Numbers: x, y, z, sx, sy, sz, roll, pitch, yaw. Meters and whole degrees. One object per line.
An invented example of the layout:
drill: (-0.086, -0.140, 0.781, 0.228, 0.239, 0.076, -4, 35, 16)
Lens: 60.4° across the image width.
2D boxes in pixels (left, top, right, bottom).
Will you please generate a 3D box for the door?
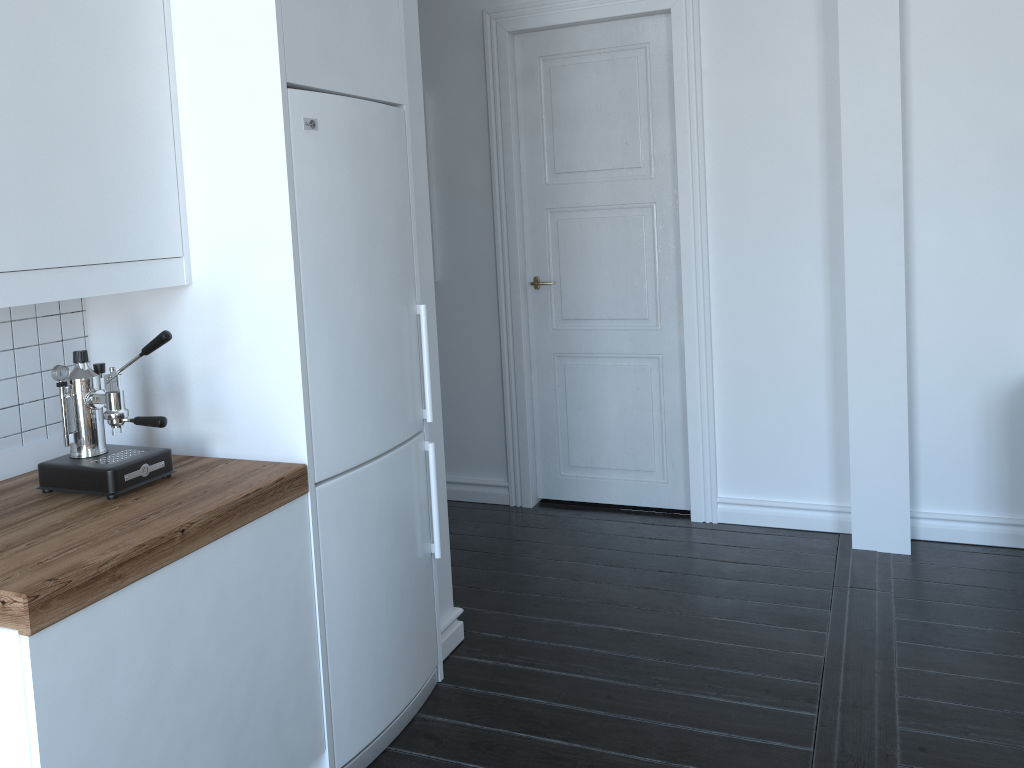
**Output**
door: (0.423, -0.601, 4.225, 1.041, 2.452, 0.117, -1, 5, 23)

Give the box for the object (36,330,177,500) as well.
object: (-0.921, 0.057, 2.059, 0.353, 0.366, 0.208, 0, 6, 23)

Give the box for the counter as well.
counter: (-1.488, 0.525, 0.921, 0.846, 0.073, 3.145, 1, 12, 22)

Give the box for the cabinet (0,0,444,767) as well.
cabinet: (-1.409, 0.120, 1.208, 0.779, 2.344, 3.843, -1, 9, 27)

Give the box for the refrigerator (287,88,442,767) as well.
refrigerator: (-0.659, 0.106, 2.580, 0.681, 1.785, 0.582, -1, 5, 23)

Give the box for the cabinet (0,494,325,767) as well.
cabinet: (-1.516, 0.950, 0.980, 0.729, 0.805, 3.226, 1, 11, 31)
